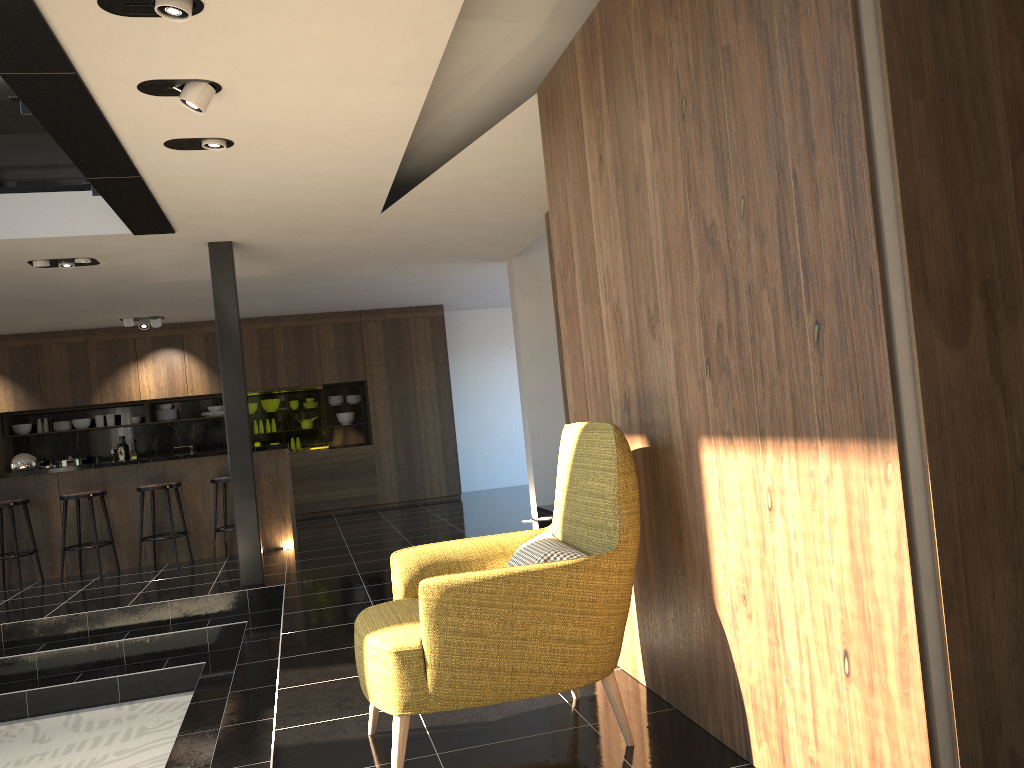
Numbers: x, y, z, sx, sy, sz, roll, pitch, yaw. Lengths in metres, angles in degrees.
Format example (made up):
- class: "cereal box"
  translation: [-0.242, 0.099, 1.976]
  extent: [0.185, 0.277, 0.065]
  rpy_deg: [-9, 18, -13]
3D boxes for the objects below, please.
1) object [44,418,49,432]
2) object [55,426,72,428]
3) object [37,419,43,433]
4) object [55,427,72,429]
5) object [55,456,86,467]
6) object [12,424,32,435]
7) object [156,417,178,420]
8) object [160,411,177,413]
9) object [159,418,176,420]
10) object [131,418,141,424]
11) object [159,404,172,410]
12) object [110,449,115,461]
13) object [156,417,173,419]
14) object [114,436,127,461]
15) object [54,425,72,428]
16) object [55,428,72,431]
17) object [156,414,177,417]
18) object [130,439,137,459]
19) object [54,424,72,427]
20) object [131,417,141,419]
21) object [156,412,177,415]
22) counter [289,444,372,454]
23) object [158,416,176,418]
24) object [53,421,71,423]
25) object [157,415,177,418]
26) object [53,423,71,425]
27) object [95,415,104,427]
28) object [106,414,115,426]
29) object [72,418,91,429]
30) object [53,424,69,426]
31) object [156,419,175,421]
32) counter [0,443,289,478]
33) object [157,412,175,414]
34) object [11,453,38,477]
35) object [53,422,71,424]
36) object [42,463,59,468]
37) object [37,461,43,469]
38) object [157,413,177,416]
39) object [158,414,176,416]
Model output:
- class: "object"
  translation: [-6.087, 0.541, 11.583]
  extent: [0.060, 0.185, 0.060]
  rpy_deg: [-6, -1, 45]
- class: "object"
  translation: [-5.887, 0.580, 11.621]
  extent: [0.220, 0.033, 0.220]
  rpy_deg: [-5, -2, -17]
- class: "object"
  translation: [-6.160, 0.548, 11.565]
  extent: [0.060, 0.185, 0.060]
  rpy_deg: [-6, -1, 18]
- class: "object"
  translation: [-5.885, 0.592, 11.621]
  extent: [0.220, 0.033, 0.220]
  rpy_deg: [-5, -2, -17]
- class: "object"
  translation: [-5.637, 1.031, 11.335]
  extent: [0.279, 0.218, 0.300]
  rpy_deg: [-6, -1, 19]
- class: "object"
  translation: [-6.356, 0.596, 11.515]
  extent: [0.234, 0.138, 0.234]
  rpy_deg: [-5, -1, -11]
- class: "object"
  translation: [-4.669, 0.476, 12.003]
  extent: [0.269, 0.024, 0.269]
  rpy_deg: [-6, -2, 24]
- class: "object"
  translation: [-4.677, 0.393, 12.004]
  extent: [0.269, 0.024, 0.269]
  rpy_deg: [-6, -2, 24]
- class: "object"
  translation: [-4.668, 0.485, 12.003]
  extent: [0.269, 0.024, 0.269]
  rpy_deg: [-6, -2, 24]
- class: "object"
  translation: [-5.016, 0.500, 11.845]
  extent: [0.122, 0.072, 0.122]
  rpy_deg: [-6, -1, 11]
- class: "object"
  translation: [-4.687, 0.323, 12.003]
  extent: [0.168, 0.087, 0.168]
  rpy_deg: [-6, -1, 6]
- class: "object"
  translation: [-5.325, 1.015, 11.833]
  extent: [0.057, 0.287, 0.058]
  rpy_deg: [-6, -1, -1]
- class: "object"
  translation: [-4.670, 0.465, 12.003]
  extent: [0.269, 0.024, 0.269]
  rpy_deg: [-6, -2, 24]
- class: "object"
  translation: [-5.237, 0.925, 11.861]
  extent: [0.133, 0.451, 0.116]
  rpy_deg: [-5, -1, -14]
- class: "object"
  translation: [-5.888, 0.569, 11.622]
  extent: [0.220, 0.033, 0.220]
  rpy_deg: [-5, -2, -17]
- class: "object"
  translation: [-5.884, 0.605, 11.621]
  extent: [0.220, 0.033, 0.220]
  rpy_deg: [-5, -2, -17]
- class: "object"
  translation: [-4.673, 0.437, 12.003]
  extent: [0.269, 0.024, 0.269]
  rpy_deg: [-6, -2, 24]
- class: "object"
  translation: [-5.083, 0.939, 11.906]
  extent: [0.077, 0.395, 0.077]
  rpy_deg: [-6, -1, 28]
- class: "object"
  translation: [-5.889, 0.557, 11.622]
  extent: [0.220, 0.033, 0.220]
  rpy_deg: [-5, -2, -17]
- class: "object"
  translation: [-5.018, 0.476, 11.845]
  extent: [0.122, 0.072, 0.122]
  rpy_deg: [-6, -1, 11]
- class: "object"
  translation: [-4.676, 0.410, 12.004]
  extent: [0.269, 0.024, 0.269]
  rpy_deg: [-6, -2, 24]
- class: "counter"
  translation: [-4.202, 1.051, 11.859]
  extent: [4.590, 0.005, 0.863]
  rpy_deg: [-5, -2, -14]
- class: "object"
  translation: [-4.671, 0.457, 12.003]
  extent: [0.269, 0.024, 0.269]
  rpy_deg: [-6, -2, 24]
- class: "object"
  translation: [-5.893, 0.512, 11.622]
  extent: [0.220, 0.033, 0.220]
  rpy_deg: [-5, -2, -17]
- class: "object"
  translation: [-4.672, 0.448, 12.003]
  extent: [0.269, 0.024, 0.269]
  rpy_deg: [-6, -2, 24]
- class: "object"
  translation: [-5.891, 0.537, 11.622]
  extent: [0.220, 0.033, 0.220]
  rpy_deg: [-5, -2, -17]
- class: "object"
  translation: [-5.446, 0.495, 11.717]
  extent: [0.109, 0.161, 0.109]
  rpy_deg: [-5, -1, -31]
- class: "object"
  translation: [-5.316, 0.483, 11.749]
  extent: [0.109, 0.161, 0.109]
  rpy_deg: [-6, -1, -1]
- class: "object"
  translation: [-5.666, 0.534, 11.686]
  extent: [0.234, 0.138, 0.234]
  rpy_deg: [-6, -1, 6]
- class: "object"
  translation: [-5.890, 0.546, 11.622]
  extent: [0.220, 0.033, 0.220]
  rpy_deg: [-5, -2, -17]
- class: "object"
  translation: [-4.668, 0.492, 12.002]
  extent: [0.269, 0.024, 0.269]
  rpy_deg: [-6, -2, 24]
- class: "counter"
  translation: [-4.025, 0.794, 8.680]
  extent: [3.572, 0.041, 0.698]
  rpy_deg: [-5, -2, -14]
- class: "object"
  translation: [-4.677, 0.402, 12.004]
  extent: [0.269, 0.024, 0.269]
  rpy_deg: [-6, -2, 24]
- class: "object"
  translation: [-4.593, 0.764, 8.352]
  extent: [0.227, 0.228, 0.227]
  rpy_deg: [-7, -1, 37]
- class: "object"
  translation: [-5.892, 0.524, 11.622]
  extent: [0.220, 0.033, 0.220]
  rpy_deg: [-5, -2, -17]
- class: "object"
  translation: [-5.911, 1.088, 11.385]
  extent: [0.195, 0.143, 0.210]
  rpy_deg: [-7, -2, 34]
- class: "object"
  translation: [-6.184, 1.078, 11.413]
  extent: [0.236, 0.218, 0.255]
  rpy_deg: [-6, -1, 34]
- class: "object"
  translation: [-4.675, 0.421, 12.003]
  extent: [0.269, 0.024, 0.269]
  rpy_deg: [-6, -2, 24]
- class: "object"
  translation: [-4.674, 0.430, 12.003]
  extent: [0.269, 0.024, 0.269]
  rpy_deg: [-6, -2, 24]
